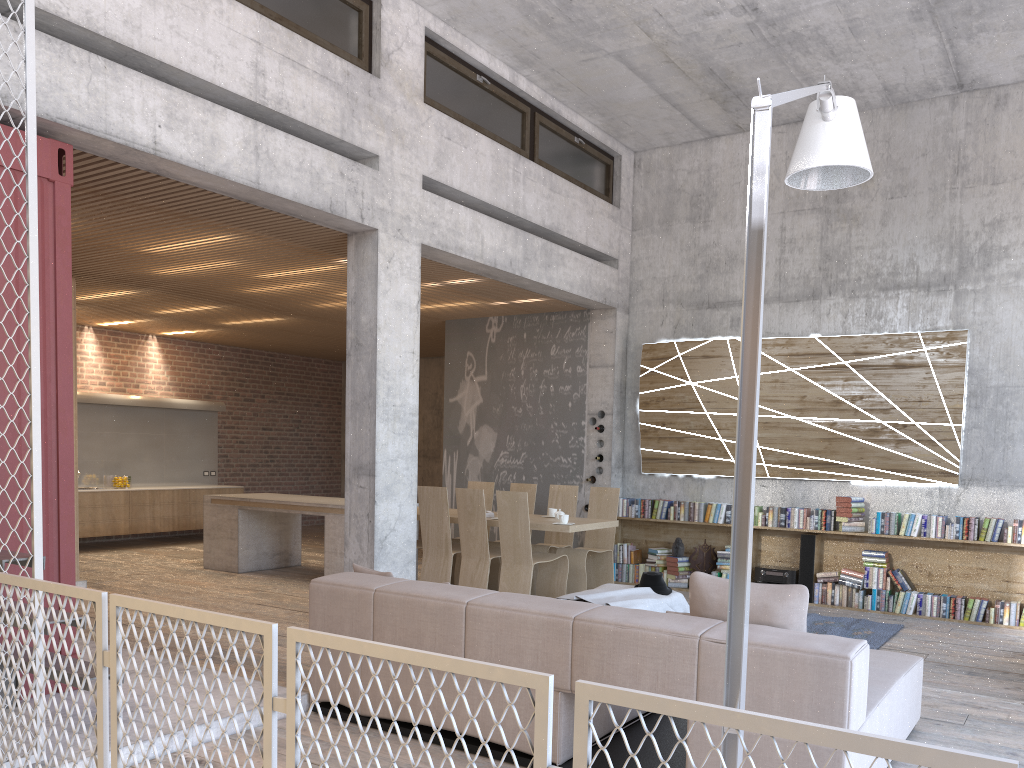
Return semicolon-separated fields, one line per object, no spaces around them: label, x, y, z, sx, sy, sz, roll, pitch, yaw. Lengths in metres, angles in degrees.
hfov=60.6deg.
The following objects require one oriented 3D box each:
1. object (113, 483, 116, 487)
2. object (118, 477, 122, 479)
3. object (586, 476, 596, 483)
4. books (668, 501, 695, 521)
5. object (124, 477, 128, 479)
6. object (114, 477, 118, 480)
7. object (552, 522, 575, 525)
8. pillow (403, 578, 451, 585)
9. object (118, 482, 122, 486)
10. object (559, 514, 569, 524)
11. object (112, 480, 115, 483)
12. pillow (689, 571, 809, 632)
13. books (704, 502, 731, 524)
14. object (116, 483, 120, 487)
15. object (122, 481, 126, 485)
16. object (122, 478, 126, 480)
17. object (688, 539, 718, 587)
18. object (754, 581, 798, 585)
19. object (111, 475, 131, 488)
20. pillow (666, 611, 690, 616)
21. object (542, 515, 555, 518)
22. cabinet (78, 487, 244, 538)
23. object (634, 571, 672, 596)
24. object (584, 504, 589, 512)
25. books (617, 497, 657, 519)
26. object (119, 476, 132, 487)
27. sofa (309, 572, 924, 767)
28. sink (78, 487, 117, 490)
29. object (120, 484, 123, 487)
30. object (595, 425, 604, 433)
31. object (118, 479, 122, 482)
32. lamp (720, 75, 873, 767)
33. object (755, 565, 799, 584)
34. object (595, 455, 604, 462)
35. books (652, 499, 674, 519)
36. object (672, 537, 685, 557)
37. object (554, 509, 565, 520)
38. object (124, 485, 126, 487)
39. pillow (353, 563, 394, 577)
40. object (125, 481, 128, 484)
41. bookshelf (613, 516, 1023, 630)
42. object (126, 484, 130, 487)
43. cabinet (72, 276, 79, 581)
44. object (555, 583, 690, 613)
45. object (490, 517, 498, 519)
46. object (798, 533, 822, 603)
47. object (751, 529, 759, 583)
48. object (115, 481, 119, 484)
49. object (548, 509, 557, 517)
object;-5.801;1.475;12.816;0.060;0.057;0.051;2;0;-20
object;-5.735;1.384;12.836;0.051;0.054;0.063;1;-1;-20
object;0.991;1.158;10.612;0.095;0.095;0.338;1;-3;33
books;1.961;1.461;10.111;0.278;0.222;0.209;1;0;32
object;-5.673;1.390;12.881;0.050;0.060;0.059;1;0;-22
object;-5.780;1.383;12.798;0.063;0.052;0.053;1;0;26
object;0.483;1.306;8.184;0.185;0.014;0.185;0;-5;20
pillow;-0.460;1.302;5.085;0.369;0.361;0.186;1;2;33
object;-5.703;1.451;12.754;0.061;0.054;0.052;2;0;-45
object;0.487;1.262;8.168;0.093;0.088;0.116;1;-1;-13
object;-5.817;1.428;12.823;0.062;0.052;0.053;1;-1;37
pillow;1.100;1.166;4.077;0.562;0.561;0.220;1;2;35
books;2.310;1.448;9.852;0.248;0.230;0.189;1;0;33
object;-5.745;1.480;12.793;0.064;0.063;0.073;1;-1;-1
object;-5.668;1.449;12.813;0.061;0.055;0.051;2;0;-42
object;-5.669;1.399;12.815;0.051;0.053;0.063;1;-1;-9
object;2.196;2.056;10.049;0.344;0.572;0.194;1;3;-7
object;2.901;2.245;9.576;0.439;0.164;0.293;-1;-3;33
object;-5.726;1.428;12.843;0.207;0.175;0.189;1;-1;33
pillow;0.939;1.283;4.313;0.376;0.375;0.168;1;3;7
object;0.422;1.370;9.045;0.185;0.014;0.185;-2;-5;36
cabinet;-5.962;1.170;12.956;1.073;2.080;4.120;3;-1;34
object;1.120;1.571;6.946;0.301;0.170;0.298;1;-2;21
object;1.001;1.510;10.722;0.090;0.090;0.335;1;-3;33
books;1.456;1.475;10.437;0.489;0.221;0.214;-1;-1;33
object;-5.792;1.462;13.118;0.190;0.171;0.191;1;-1;45
sofa;0.892;1.585;5.498;2.992;0.789;3.015;-1;-5;33
sink;-6.063;1.572;12.408;0.522;0.192;0.730;-1;-4;33
object;-5.687;1.483;12.793;0.051;0.053;0.063;1;-1;-14
object;1.084;0.537;10.517;0.090;0.090;0.335;1;-3;33
object;-5.711;1.406;12.775;0.061;0.052;0.053;2;0;-9
lamp;1.118;0.151;3.808;0.754;3.444;2.622;3;1;21
object;2.902;2.083;9.559;0.439;0.162;0.304;-1;-3;33
object;1.097;0.896;10.574;0.093;0.094;0.347;1;-3;33
books;1.760;1.466;10.253;0.199;0.229;0.189;2;1;33
object;1.911;1.878;10.087;0.145;0.230;0.135;2;2;30
object;0.477;1.305;8.776;0.089;0.112;0.122;2;0;25
object;-5.695;1.491;12.874;0.050;0.056;0.061;2;0;24
pillow;-0.799;1.272;5.280;0.361;0.368;0.187;1;2;38
object;-5.659;1.439;12.871;0.053;0.054;0.061;1;-1;24
bookshelf;3.477;1.940;9.189;5.312;0.808;0.302;-1;1;33
object;-5.637;1.490;12.864;0.053;0.052;0.062;1;-1;18
cabinet;-6.409;0.446;9.395;3.747;3.148;1.513;1;2;33
object;1.008;1.826;6.832;1.599;0.505;1.042;4;-4;-38
object;-0.102;1.324;8.615;0.185;0.014;0.185;0;-5;20
object;3.188;1.983;9.394;0.152;0.764;0.272;4;4;33
object;2.620;1.998;9.766;0.152;0.764;0.272;4;4;33
object;-5.761;1.429;12.796;0.052;0.053;0.062;1;-1;40
object;0.419;1.331;9.050;0.093;0.088;0.117;1;-1;-2
